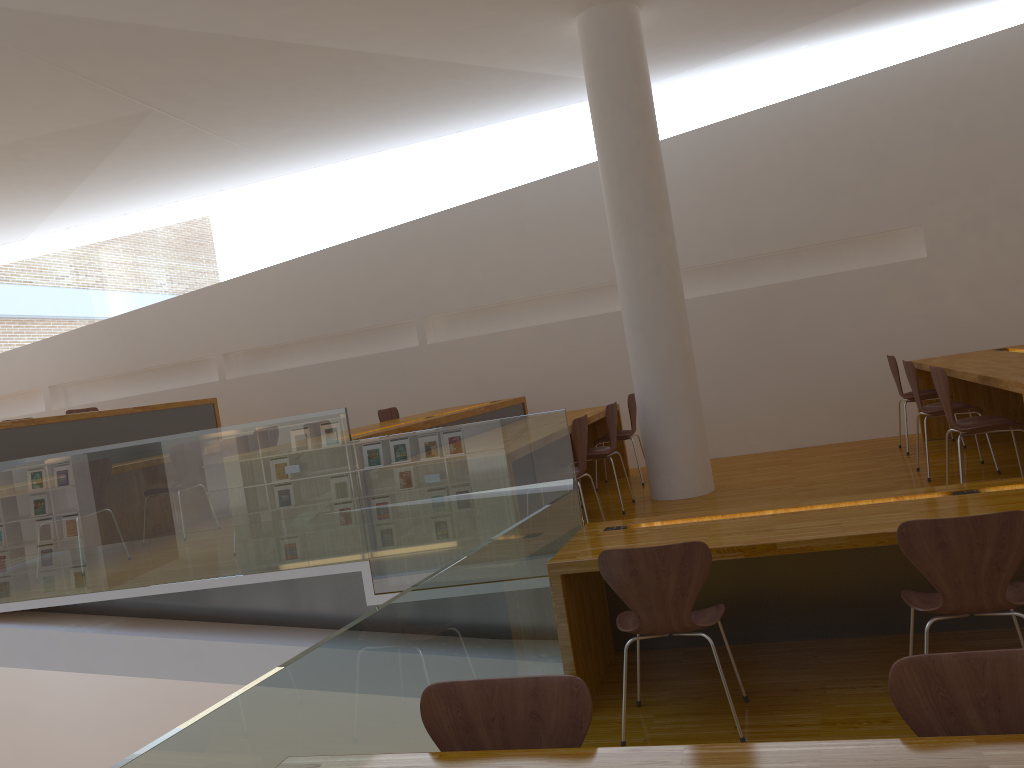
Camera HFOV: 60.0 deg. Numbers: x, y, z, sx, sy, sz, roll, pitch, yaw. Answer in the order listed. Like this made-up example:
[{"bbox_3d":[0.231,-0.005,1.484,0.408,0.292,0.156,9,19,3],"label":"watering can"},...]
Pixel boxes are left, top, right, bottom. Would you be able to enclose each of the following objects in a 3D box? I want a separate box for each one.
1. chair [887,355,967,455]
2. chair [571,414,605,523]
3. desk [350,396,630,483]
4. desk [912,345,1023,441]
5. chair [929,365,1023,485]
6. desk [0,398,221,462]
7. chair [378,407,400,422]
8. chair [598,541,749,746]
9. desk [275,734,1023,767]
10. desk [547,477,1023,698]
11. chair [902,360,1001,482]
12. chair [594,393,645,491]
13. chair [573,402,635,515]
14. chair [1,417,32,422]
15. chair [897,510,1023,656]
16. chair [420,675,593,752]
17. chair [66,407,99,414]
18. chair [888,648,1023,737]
[{"bbox_3d":[2.901,0.112,6.246,0.381,0.693,0.428,-9,1,17],"label":"chair"},{"bbox_3d":[0.261,0.544,4.869,0.381,0.693,0.428,-9,1,17],"label":"chair"},{"bbox_3d":[-0.266,0.573,5.980,1.527,0.785,3.243,-9,1,17],"label":"desk"},{"bbox_3d":[2.949,0.154,5.040,0.760,0.606,3.185,-9,1,17],"label":"desk"},{"bbox_3d":[2.272,0.230,4.256,0.381,0.693,0.428,-9,1,17],"label":"chair"},{"bbox_3d":[-3.186,0.731,6.615,1.248,1.022,3.216,-9,1,17],"label":"desk"},{"bbox_3d":[-0.831,0.521,7.375,0.381,0.693,0.428,-9,1,17],"label":"chair"},{"bbox_3d":[0.578,0.882,3.192,0.428,0.693,0.381,-9,1,17],"label":"chair"},{"bbox_3d":[0.888,1.060,0.854,3.236,0.918,1.285,-9,1,17],"label":"desk"},{"bbox_3d":[1.794,0.736,3.333,3.185,0.606,0.760,-9,1,17],"label":"desk"},{"bbox_3d":[2.547,0.178,5.186,0.381,0.693,0.428,-9,1,17],"label":"chair"},{"bbox_3d":[0.818,0.437,6.882,0.381,0.693,0.428,-9,1,17],"label":"chair"},{"bbox_3d":[0.537,0.492,5.799,0.381,0.693,0.428,-9,1,17],"label":"chair"},{"bbox_3d":[-4.536,0.680,7.992,0.381,0.693,0.428,-9,1,17],"label":"chair"},{"bbox_3d":[1.497,0.739,2.912,0.428,0.693,0.381,-9,1,17],"label":"chair"},{"bbox_3d":[-0.017,0.989,1.757,0.428,0.693,0.381,-9,1,17],"label":"chair"},{"bbox_3d":[-3.597,0.533,7.809,0.381,0.693,0.428,-9,1,17],"label":"chair"},{"bbox_3d":[0.902,0.846,1.476,0.428,0.693,0.381,-9,1,17],"label":"chair"}]
